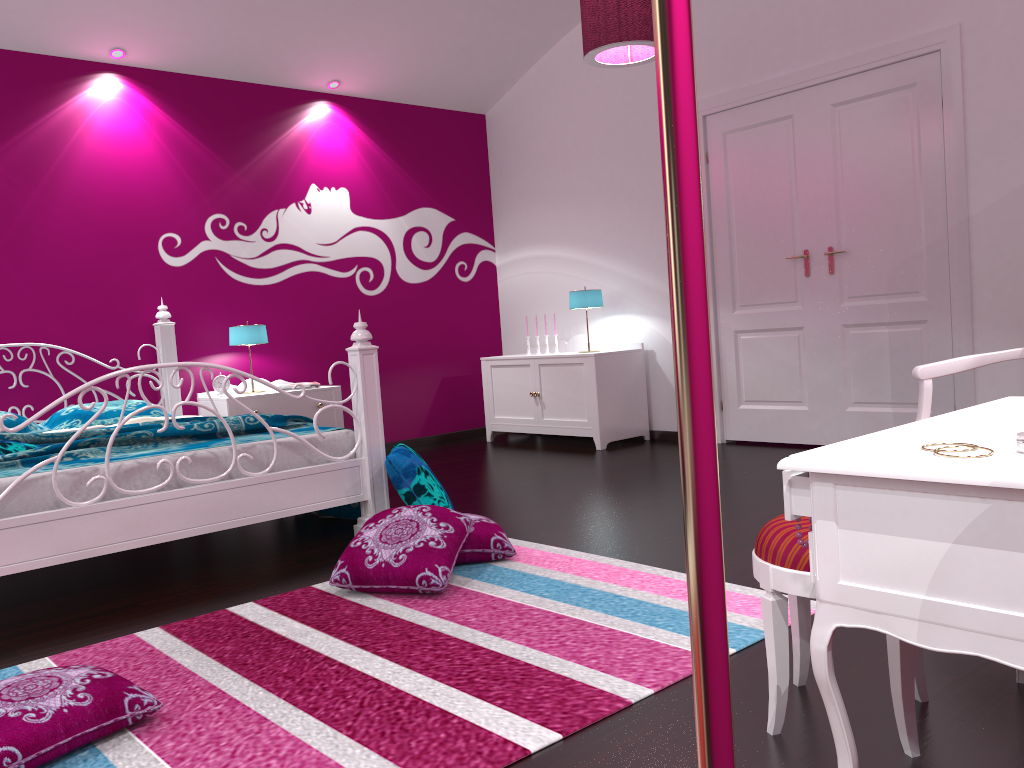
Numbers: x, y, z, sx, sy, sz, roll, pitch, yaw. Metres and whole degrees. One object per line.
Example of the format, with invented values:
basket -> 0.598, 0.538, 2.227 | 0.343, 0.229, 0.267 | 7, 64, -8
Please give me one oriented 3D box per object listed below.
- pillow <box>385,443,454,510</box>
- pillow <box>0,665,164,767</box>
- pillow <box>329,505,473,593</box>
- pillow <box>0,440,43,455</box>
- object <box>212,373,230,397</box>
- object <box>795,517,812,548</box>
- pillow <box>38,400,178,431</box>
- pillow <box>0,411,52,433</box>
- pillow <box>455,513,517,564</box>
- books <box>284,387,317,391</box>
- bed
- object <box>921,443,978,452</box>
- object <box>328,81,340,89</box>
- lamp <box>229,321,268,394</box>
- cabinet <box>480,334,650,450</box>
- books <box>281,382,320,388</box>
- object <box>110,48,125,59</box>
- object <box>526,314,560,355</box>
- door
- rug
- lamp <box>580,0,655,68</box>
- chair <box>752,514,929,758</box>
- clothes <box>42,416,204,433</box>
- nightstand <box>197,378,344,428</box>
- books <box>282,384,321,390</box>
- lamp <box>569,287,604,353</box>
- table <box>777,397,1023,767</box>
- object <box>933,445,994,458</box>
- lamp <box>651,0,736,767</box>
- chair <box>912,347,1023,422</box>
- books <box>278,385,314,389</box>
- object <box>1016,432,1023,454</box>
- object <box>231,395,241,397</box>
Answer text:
pillow -> -0.375, 0.432, 3.641 | 0.264, 0.357, 0.402 | -4, 3, 0
pillow -> -1.021, 0.696, 1.884 | 0.401, 0.107, 0.419 | -2, 4, 34
pillow -> -0.354, 0.530, 2.896 | 0.425, 0.224, 0.391 | -3, 4, 17
pillow -> -2.003, 0.277, 3.381 | 0.404, 0.127, 0.425 | -6, 4, -31
object -> -1.742, 0.002, 5.314 | 0.106, 0.140, 0.033 | -7, 4, -38
object -> 0.467, 0.186, 1.388 | 0.063, 0.143, 0.032 | -7, 5, -41
pillow -> -2.160, 0.166, 4.760 | 0.717, 0.141, 0.401 | -7, 4, -39
pillow -> -2.489, 0.206, 4.169 | 0.418, 0.176, 0.404 | -3, 4, 17
pillow -> -0.234, 0.548, 3.177 | 0.400, 0.142, 0.429 | -5, 4, -16
books -> -1.330, 0.026, 5.539 | 0.220, 0.007, 0.300 | -5, 4, -11
bed -> -1.951, 0.134, 3.879 | 2.167, 1.143, 2.317 | -7, 5, -41
object -> 0.616, 0.089, 1.248 | 0.073, 0.003, 0.073 | -6, 4, -30
object -> -1.203, -2.027, 5.978 | 0.080, 0.058, 0.085 | -7, 5, -41
lamp -> -1.596, -0.164, 5.405 | 0.229, 0.438, 0.229 | -4, 3, 4
cabinet -> 0.334, 0.035, 6.190 | 0.506, 0.734, 1.142 | -7, 5, -41
books -> -1.324, 0.006, 5.543 | 0.221, 0.012, 0.300 | -5, 4, -17
object -> -2.255, -1.895, 5.063 | 0.080, 0.058, 0.085 | -7, 5, -41
object -> 0.209, -0.355, 6.300 | 0.285, 0.284, 0.043 | -1, 4, 38
door -> 1.716, -0.646, 4.964 | 0.098, 2.001, 1.405 | -7, 5, -41
rug -> -0.388, 0.691, 2.230 | 2.100, 0.018, 1.400 | -7, 5, -41
lamp -> -0.284, -1.928, 3.252 | 2.377, 1.129, 0.377 | -7, 5, -41
chair -> 0.649, 0.456, 1.724 | 0.337, 0.390, 0.337 | -7, 5, -44
clothes -> -1.822, 0.354, 4.394 | 0.553, 0.376, 1.036 | -1, 5, 44
nightstand -> -1.459, 0.269, 5.436 | 0.742, 0.616, 0.455 | -7, 5, -41
books -> -1.326, 0.018, 5.550 | 0.220, 0.007, 0.300 | -4, 3, -5
lamp -> 0.501, -0.430, 5.906 | 0.229, 0.438, 0.229 | -4, 3, 4
table -> 0.885, 0.359, 1.409 | 0.856, 0.592, 0.526 | -7, 5, -41
object -> 0.607, 0.091, 1.194 | 0.073, 0.006, 0.073 | -3, 4, 12
lamp -> 0.060, 0.105, 0.260 | 0.303, 1.352, 0.303 | -6, 4, -31
chair -> 1.416, 0.106, 2.363 | 0.511, 0.901, 0.528 | -4, 3, -6
books -> -1.344, 0.013, 5.531 | 0.220, 0.007, 0.300 | -4, 3, -2
object -> 0.686, 0.078, 1.167 | 0.040, 0.026, 0.040 | -7, 5, -41
object -> -1.615, 0.070, 5.152 | 0.073, 0.006, 0.073 | -3, 4, 12
